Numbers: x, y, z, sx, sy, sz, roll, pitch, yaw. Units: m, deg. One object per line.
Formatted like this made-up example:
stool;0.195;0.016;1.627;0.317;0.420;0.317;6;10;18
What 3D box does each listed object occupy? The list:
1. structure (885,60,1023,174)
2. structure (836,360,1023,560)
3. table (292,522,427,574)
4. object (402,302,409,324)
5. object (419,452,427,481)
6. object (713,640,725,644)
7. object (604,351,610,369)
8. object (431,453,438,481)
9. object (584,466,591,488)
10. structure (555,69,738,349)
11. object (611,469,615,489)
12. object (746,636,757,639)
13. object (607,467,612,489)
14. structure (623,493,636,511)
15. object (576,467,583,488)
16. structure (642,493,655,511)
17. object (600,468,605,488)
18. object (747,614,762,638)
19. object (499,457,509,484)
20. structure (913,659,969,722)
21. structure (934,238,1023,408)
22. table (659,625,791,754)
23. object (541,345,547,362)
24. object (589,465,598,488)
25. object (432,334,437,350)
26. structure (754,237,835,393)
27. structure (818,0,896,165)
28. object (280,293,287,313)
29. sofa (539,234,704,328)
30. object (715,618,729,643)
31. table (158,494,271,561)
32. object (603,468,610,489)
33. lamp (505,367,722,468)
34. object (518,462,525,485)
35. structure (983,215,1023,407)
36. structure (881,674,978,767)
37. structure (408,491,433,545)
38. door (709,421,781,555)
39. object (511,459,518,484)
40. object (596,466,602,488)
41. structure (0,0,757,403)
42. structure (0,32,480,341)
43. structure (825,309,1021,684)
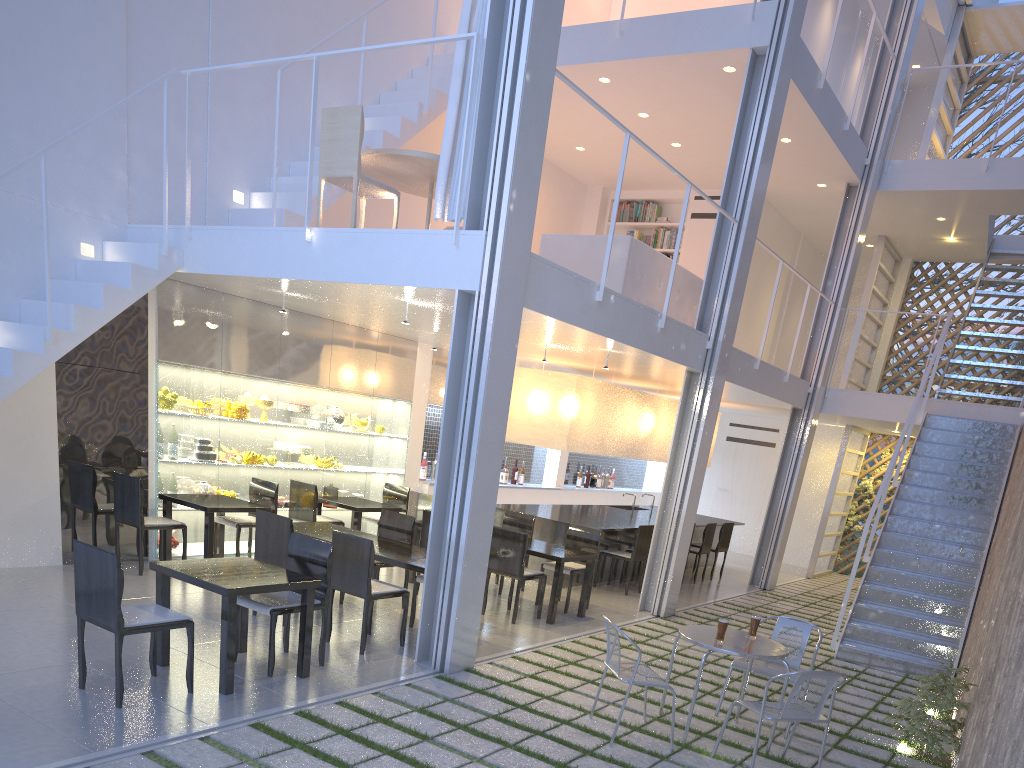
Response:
structure;2.834;-1.545;4.765;1.093;0.607;0.026;10;16;30
structure;3.461;0.766;7.031;1.090;2.141;0.279;15;18;29
table;-0.593;0.821;3.414;0.878;0.353;0.344;9;7;31
object;-0.397;-0.268;3.097;0.028;0.085;0.027;-7;21;-44
object;-0.388;0.174;4.181;1.607;0.874;1.816;10;2;31
object;-0.444;0.456;3.240;2.737;0.427;0.036;7;14;34
object;0.433;-0.110;3.737;0.028;0.085;0.027;-7;21;-44
object;-1.026;0.379;4.722;0.043;0.311;1.856;21;5;36
object;0.655;0.804;7.115;0.043;0.207;0.043;15;18;24
structure;0.522;-0.565;3.213;0.026;0.592;1.682;20;6;35
object;0.919;0.866;7.517;0.042;0.199;0.040;-8;22;-42
object;-0.358;0.456;3.322;2.781;0.463;0.058;8;14;31
object;0.883;0.850;7.464;0.046;0.217;0.042;3;17;-15
structure;0.874;0.884;6.194;0.108;0.133;0.033;14;17;30
object;0.581;0.796;7.039;0.042;0.195;0.038;9;16;3
structure;1.063;0.926;6.468;0.108;0.133;0.033;14;17;30
object;0.811;0.844;7.375;0.046;0.200;0.041;5;17;-10
object;0.787;0.788;2.674;0.032;0.082;0.028;5;15;-11
object;-0.052;0.644;6.102;0.043;0.217;0.045;19;20;33
structure;1.768;1.239;3.335;0.251;0.279;0.260;16;11;40
structure;3.541;-0.710;5.759;0.513;2.019;1.212;17;15;29
table;0.681;0.984;2.670;0.351;0.358;0.322;8;8;-5
object;0.159;-0.145;3.902;0.028;0.085;0.027;-7;21;-44
object;0.726;0.816;7.242;0.044;0.218;0.044;18;19;31
object;-0.396;-0.217;4.233;0.028;0.085;0.027;-7;21;-44
structure;1.554;-0.337;4.707;0.026;0.592;1.685;20;6;35
structure;1.745;-1.740;4.270;0.026;0.592;1.685;20;6;35
object;-0.951;-0.340;3.429;0.028;0.085;0.027;-7;21;-44
sofa;0.593;-0.458;4.341;0.477;0.393;0.974;12;2;34
object;0.647;0.760;2.539;0.032;0.082;0.028;5;15;-11
table;-1.409;0.716;3.901;0.343;0.355;0.345;14;9;33
object;0.854;0.853;7.412;0.043;0.200;0.043;18;19;32
lamp;0.796;0.284;5.693;0.426;0.452;2.284;14;2;35
object;0.076;0.684;6.299;0.042;0.195;0.038;9;16;3
structure;4.604;-0.786;6.927;1.058;4.846;3.210;19;15;33
structure;1.426;1.126;2.790;0.289;0.346;0.301;11;9;18
structure;-0.447;0.903;5.199;0.533;0.396;0.011;11;16;30
door;0.214;0.601;5.907;5.543;1.274;0.443;10;10;-43
object;0.025;0.667;6.249;0.043;0.207;0.043;15;18;24
object;0.771;0.827;7.314;0.043;0.217;0.045;19;20;33
structure;-0.825;-0.784;2.892;1.639;3.548;3.591;18;11;34
structure;-1.171;-0.245;2.396;1.300;1.918;1.406;15;13;33
structure;2.145;0.475;4.658;1.138;2.099;1.901;15;10;28
